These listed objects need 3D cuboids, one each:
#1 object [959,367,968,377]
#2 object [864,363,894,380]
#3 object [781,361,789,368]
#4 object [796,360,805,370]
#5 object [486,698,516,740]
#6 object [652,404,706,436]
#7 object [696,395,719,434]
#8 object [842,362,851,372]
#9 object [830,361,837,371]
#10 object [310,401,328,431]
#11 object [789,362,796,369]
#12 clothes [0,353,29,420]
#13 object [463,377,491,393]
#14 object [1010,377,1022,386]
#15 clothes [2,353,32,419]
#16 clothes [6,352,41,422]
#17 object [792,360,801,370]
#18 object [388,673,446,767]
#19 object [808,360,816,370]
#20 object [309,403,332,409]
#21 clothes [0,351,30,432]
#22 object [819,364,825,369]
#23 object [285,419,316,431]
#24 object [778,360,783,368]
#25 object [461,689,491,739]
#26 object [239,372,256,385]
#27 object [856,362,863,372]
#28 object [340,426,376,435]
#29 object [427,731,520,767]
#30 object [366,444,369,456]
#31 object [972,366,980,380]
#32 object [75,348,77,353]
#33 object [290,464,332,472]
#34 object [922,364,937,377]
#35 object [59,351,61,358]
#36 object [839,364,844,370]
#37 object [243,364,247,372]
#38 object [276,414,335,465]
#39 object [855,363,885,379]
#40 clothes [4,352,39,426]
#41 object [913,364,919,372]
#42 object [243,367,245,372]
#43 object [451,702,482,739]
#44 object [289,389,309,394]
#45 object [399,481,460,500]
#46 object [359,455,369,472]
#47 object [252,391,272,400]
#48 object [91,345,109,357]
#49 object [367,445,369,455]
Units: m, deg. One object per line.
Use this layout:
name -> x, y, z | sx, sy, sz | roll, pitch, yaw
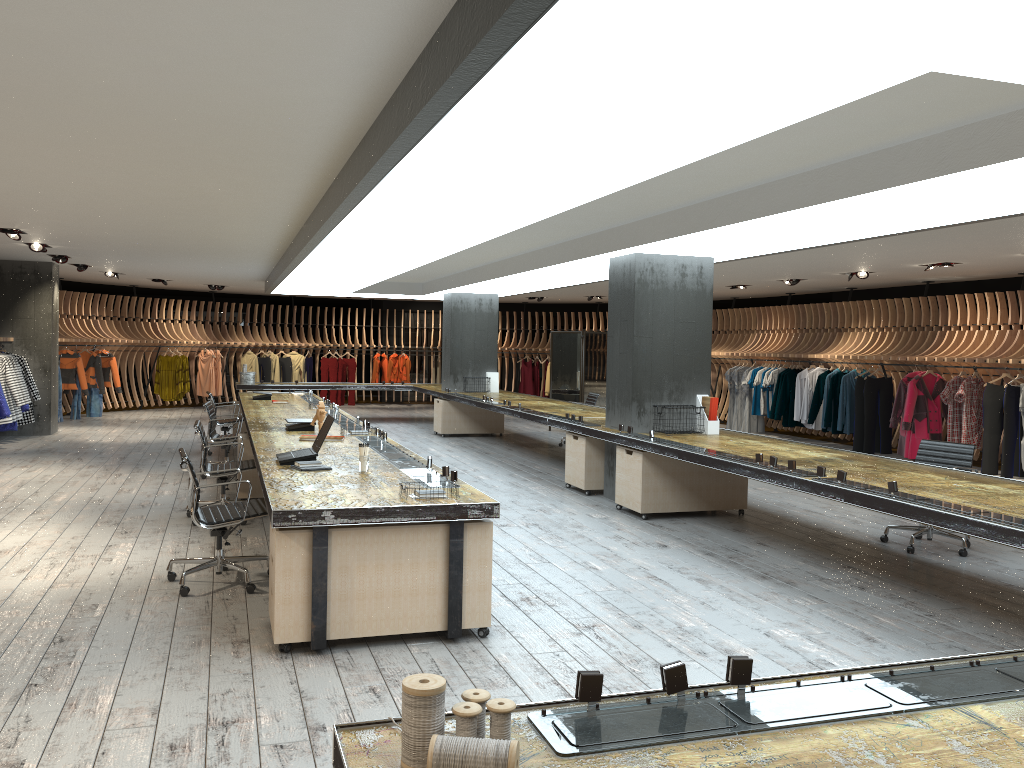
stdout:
object -> 6.355, -0.125, 12.484 | 0.525, 0.270, 0.012 | 1, 2, -18
object -> 5.836, -0.200, 14.082 | 0.525, 0.270, 0.012 | 1, 1, -13
object -> 5.066, -0.305, 16.411 | 0.524, 0.284, 0.014 | 1, 1, -8
object -> 5.206, -0.292, 16.042 | 0.525, 0.270, 0.012 | 1, 1, -13
object -> -0.023, 0.699, 1.791 | 0.062, 0.109, 0.062 | 3, 2, 45
object -> 1.659, 0.358, 8.810 | 0.459, 0.289, 0.330 | 0, 2, -20
object -> 1.981, 0.307, 8.972 | 0.129, 0.382, 0.240 | 1, 2, -18
object -> 5.608, -0.237, 14.852 | 0.525, 0.270, 0.012 | 1, 2, -18
object -> 5.497, -0.252, 15.147 | 0.525, 0.270, 0.012 | 1, 1, -13
object -> -1.696, 0.307, 7.923 | 0.097, 0.300, 0.321 | 0, 2, -34
object -> 5.143, -0.301, 16.242 | 0.525, 0.270, 0.012 | 1, 2, -18
clothes -> -7.624, 0.067, 13.239 | 0.752, 1.061, 0.128 | 1, 2, -20
object -> -0.627, 0.018, 15.848 | 0.459, 0.289, 0.330 | 1, 2, -15
object -> 6.711, -0.087, 11.394 | 0.549, 0.243, 0.023 | 2, 2, 18
clothes -> -7.679, 0.059, 13.409 | 0.752, 1.061, 0.128 | 1, 2, -20
clothes -> -7.844, 0.089, 13.937 | 0.799, 1.185, 0.192 | 1, 2, -17
object -> 5.180, -0.297, 16.168 | 0.525, 0.270, 0.012 | 1, 2, -18
object -> -0.205, 0.687, 1.841 | 0.088, 0.204, 0.263 | 1, 2, -19
object -> 5.324, -0.282, 15.687 | 0.525, 0.270, 0.012 | 1, 1, -13
object -> -2.389, 0.279, 11.118 | 0.302, 0.071, 0.209 | 0, 2, -23
clothes -> -7.867, 0.118, 13.566 | 0.885, 1.238, 0.246 | 1, 2, -21
object -> 5.398, -0.272, 15.465 | 0.525, 0.270, 0.012 | 1, 2, -18
object -> -2.004, 0.387, 8.391 | 0.262, 0.088, 0.373 | 0, 2, -18
object -> 5.028, -0.323, 16.580 | 0.525, 0.270, 0.012 | 0, 2, -33
object -> -0.076, 0.696, 1.839 | 0.062, 0.109, 0.062 | 3, 2, 45
object -> -5.121, -0.109, 17.154 | 0.303, 0.239, 0.498 | 1, 2, -17
object -> 5.692, -0.224, 14.539 | 0.525, 0.270, 0.012 | 1, 1, -8
object -> -1.397, 0.428, 8.057 | 0.302, 0.074, 0.217 | 0, 2, -24
object -> -0.075, 0.709, 1.760 | 0.175, 0.089, 0.289 | 1, 2, -2
object -> -0.939, 0.470, 5.703 | 0.030, 0.170, 0.007 | 1, 1, 2
object -> 6.415, -0.108, 12.280 | 0.524, 0.285, 0.015 | 0, 2, -33
object -> -8.431, -0.644, 17.145 | 0.023, 0.243, 0.549 | 1, 2, -22
object -> -1.311, 0.544, 5.788 | 0.213, 0.019, 0.219 | 0, 3, -33
object -> 6.176, -0.154, 13.107 | 0.525, 0.270, 0.012 | 1, 1, -8
object -> -8.466, -0.620, 16.540 | 0.023, 0.243, 0.549 | 0, 2, -36
object -> 5.556, -0.244, 14.952 | 0.525, 0.270, 0.012 | 1, 2, -18
object -> -5.064, -0.285, 17.110 | 0.262, 0.204, 0.088 | 1, 2, -19
object -> -1.431, 0.379, 6.121 | 0.365, 0.316, 0.373 | 1, 2, -18
object -> 5.790, -0.208, 14.257 | 0.525, 0.270, 0.012 | 1, 1, 7
clothes -> -7.777, 0.098, 13.761 | 0.807, 1.187, 0.192 | 1, 2, -17
object -> 6.079, -0.166, 13.334 | 0.525, 0.270, 0.012 | 1, 2, -18
object -> -5.136, -0.275, 16.996 | 0.062, 0.109, 0.062 | 2, 2, 38
object -> -0.091, 0.698, 1.769 | 0.062, 0.109, 0.062 | 3, 2, 45
object -> -3.439, 0.125, 14.328 | 0.302, 0.074, 0.217 | 0, 2, -24
object -> -0.449, 0.582, 4.819 | 0.302, 0.074, 0.217 | 0, 2, -24
object -> -0.955, 0.514, 5.719 | 0.061, 0.111, 0.061 | 2, 2, 16
object -> -3.575, 0.164, 12.681 | 0.261, 0.111, 0.373 | 0, 2, -18
object -> -8.346, -0.666, 17.732 | 0.549, 0.243, 0.023 | -1, 2, -41
object -> -0.935, 0.470, 5.712 | 0.030, 0.170, 0.007 | 1, 2, -24
